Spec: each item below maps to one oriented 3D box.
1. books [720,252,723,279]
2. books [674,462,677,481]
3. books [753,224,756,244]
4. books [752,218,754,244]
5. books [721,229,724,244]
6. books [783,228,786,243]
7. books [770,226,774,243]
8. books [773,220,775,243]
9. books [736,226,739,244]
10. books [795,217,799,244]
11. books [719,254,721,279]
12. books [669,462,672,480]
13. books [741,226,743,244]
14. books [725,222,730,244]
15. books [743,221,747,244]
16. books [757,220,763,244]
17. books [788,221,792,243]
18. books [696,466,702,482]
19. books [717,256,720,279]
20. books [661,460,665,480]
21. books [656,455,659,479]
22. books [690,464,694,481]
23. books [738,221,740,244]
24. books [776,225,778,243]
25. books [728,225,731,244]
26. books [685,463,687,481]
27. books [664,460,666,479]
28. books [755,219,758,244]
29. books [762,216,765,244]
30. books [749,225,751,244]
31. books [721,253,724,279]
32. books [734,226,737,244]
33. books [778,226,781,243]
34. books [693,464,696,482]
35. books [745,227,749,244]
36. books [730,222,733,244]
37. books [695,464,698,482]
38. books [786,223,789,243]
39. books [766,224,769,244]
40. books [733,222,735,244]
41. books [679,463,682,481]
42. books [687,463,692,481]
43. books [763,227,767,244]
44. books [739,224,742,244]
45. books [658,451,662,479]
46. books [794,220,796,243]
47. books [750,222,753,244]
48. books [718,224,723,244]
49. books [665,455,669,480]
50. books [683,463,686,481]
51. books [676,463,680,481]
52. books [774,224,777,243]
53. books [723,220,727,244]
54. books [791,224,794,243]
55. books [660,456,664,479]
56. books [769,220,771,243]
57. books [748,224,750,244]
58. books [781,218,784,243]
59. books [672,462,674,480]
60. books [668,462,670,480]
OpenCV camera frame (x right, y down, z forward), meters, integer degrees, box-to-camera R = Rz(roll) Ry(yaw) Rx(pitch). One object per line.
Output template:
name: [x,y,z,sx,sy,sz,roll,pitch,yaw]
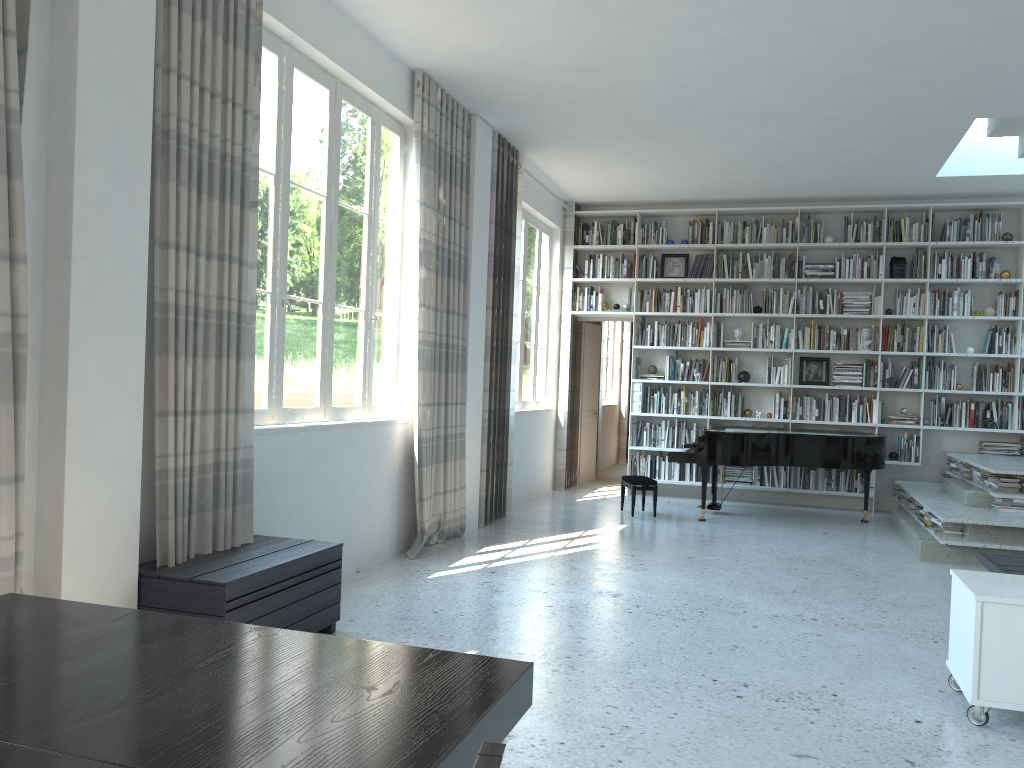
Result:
books: [2.284,-1.274,9.651,0.014,0.309,0.130,2,1,17]
books: [1.808,0.953,9.770,0.028,0.206,0.171,2,1,17]
books: [2.610,-1.592,9.536,0.029,0.235,0.130,2,1,17]
books: [2.589,-1.625,9.530,0.010,0.299,0.151,2,1,17]
books: [2.290,-1.578,9.636,0.024,0.183,0.133,2,1,17]
books: [2.896,-1.556,9.430,0.031,0.185,0.176,2,1,17]
books: [2.782,-1.575,9.490,0.029,0.213,0.141,2,1,17]
books: [2.796,-1.601,9.457,0.014,0.266,0.192,2,1,17]
books: [2.439,-1.585,9.575,0.014,0.207,0.166,2,1,17]
books: [3.017,-1.604,9.394,0.026,0.288,0.176,2,1,17]
books: [2.265,-1.262,9.635,0.013,0.283,0.158,2,1,17]
books: [1.764,0.921,9.785,0.025,0.266,0.159,2,1,17]
books: [2.491,-1.587,9.580,0.012,0.216,0.150,2,1,17]
books: [2.335,-1.612,9.612,0.031,0.255,0.145,2,1,17]
books: [2.511,-1.612,9.573,0.028,0.268,0.151,2,1,17]
books: [2.656,-1.609,9.504,0.052,0.273,0.172,2,1,17]
books: [2.957,-1.592,9.431,0.029,0.261,0.151,2,1,17]
books: [2.064,0.938,9.714,0.065,0.256,0.155,2,1,17]
books: [2.243,-1.249,9.626,0.023,0.256,0.174,2,1,17]
books: [1.679,0.950,9.807,0.030,0.201,0.168,2,1,17]
books: [1.625,0.921,9.843,0.027,0.256,0.160,2,1,17]
books: [1.985,0.931,9.748,0.040,0.264,0.137,2,1,17]
books: [2.452,-1.613,9.573,0.010,0.264,0.160,2,1,17]
books: [2.826,-1.570,9.442,0.013,0.207,0.178,2,1,17]
books: [2.360,-1.594,9.600,0.023,0.220,0.181,2,1,17]
books: [1.923,0.948,9.746,0.022,0.225,0.141,2,1,17]
books: [1.709,0.947,9.829,0.014,0.211,0.146,2,1,17]
books: [2.627,-1.612,9.516,0.013,0.276,0.164,2,1,17]
books: [2.693,-1.629,9.507,0.014,0.315,0.166,2,1,17]
books: [2.564,-1.584,9.535,0.011,0.216,0.160,2,1,17]
books: [2.288,-1.263,9.626,0.010,0.287,0.148,2,1,17]
books: [2.414,-1.586,9.569,0.029,0.208,0.178,2,1,17]
books: [2.844,-1.566,9.434,0.026,0.200,0.187,2,1,17]
books: [2.006,0.916,9.711,0.021,0.295,0.188,2,1,17]
books: [2.535,-1.578,9.556,0.030,0.201,0.152,2,1,17]
books: [2.383,-1.609,9.596,0.023,0.251,0.170,2,1,17]
books: [2.021,0.912,9.703,0.012,0.304,0.165,2,1,17]
books: [2.927,-1.581,9.431,0.026,0.237,0.149,2,1,17]
books: [2.740,-1.588,9.493,0.026,0.236,0.134,2,1,17]
books: [2.399,-1.608,9.587,0.012,0.250,0.174,2,1,17]
books: [1.862,0.936,9.747,0.023,0.244,0.188,2,1,17]
books: [1.946,0.933,9.736,0.027,0.256,0.179,2,1,17]
books: [2.710,-1.566,9.494,0.031,0.190,0.181,2,1,17]
books: [2.476,-1.597,9.593,0.025,0.235,0.129,2,1,17]
books: [1.640,0.899,9.823,0.013,0.300,0.183,2,1,17]
books: [2.999,-1.593,9.404,0.014,0.267,0.171,2,1,17]
books: [2.577,-1.602,9.532,0.013,0.251,0.183,2,1,17]
books: [2.261,-1.607,9.629,0.029,0.237,0.156,2,1,17]
books: [1.724,0.920,9.797,0.031,0.266,0.186,2,1,17]
books: [1.904,0.953,9.764,0.024,0.214,0.137,2,1,17]
books: [1.835,0.963,9.755,0.031,0.188,0.190,2,1,17]
books: [2.814,-1.581,9.459,0.021,0.228,0.161,2,1,17]
books: [2.316,-1.625,9.638,0.021,0.279,0.140,2,1,17]
books: [2.976,-1.573,9.403,0.026,0.225,0.172,2,1,17]
books: [1.663,0.927,9.838,0.022,0.246,0.135,2,1,17]
books: [2.760,-1.604,9.488,0.014,0.269,0.156,2,1,17]
books: [2.555,-1.594,9.546,0.013,0.234,0.154,2,1,17]
books: [2.879,-1.607,9.442,0.013,0.285,0.159,2,1,17]
books: [1.785,0.946,9.778,0.021,0.218,0.190,2,1,17]
books: [1.752,0.902,9.808,0.014,0.304,0.139,2,1,17]
